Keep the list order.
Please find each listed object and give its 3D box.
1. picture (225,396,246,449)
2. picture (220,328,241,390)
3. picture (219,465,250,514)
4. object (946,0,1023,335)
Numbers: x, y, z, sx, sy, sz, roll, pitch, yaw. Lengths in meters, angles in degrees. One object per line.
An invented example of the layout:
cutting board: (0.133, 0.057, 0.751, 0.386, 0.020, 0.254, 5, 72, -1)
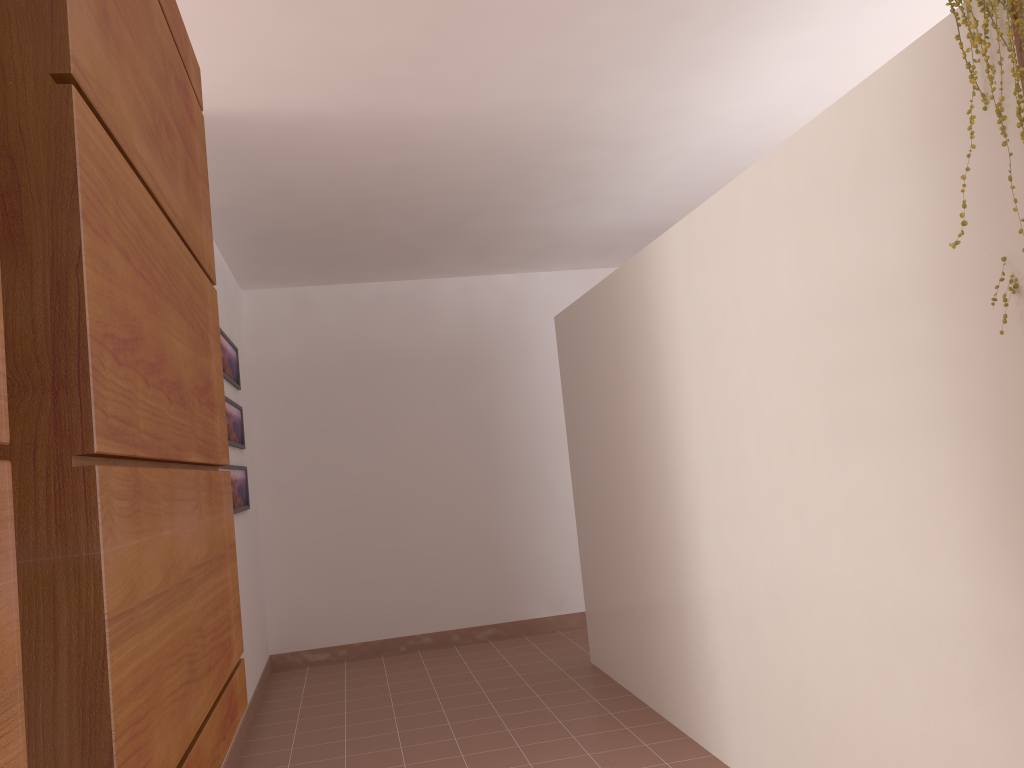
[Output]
picture: (-1.456, 0.189, 4.533, 0.015, 0.248, 1.408, -5, -5, -11)
picture: (-1.492, -0.158, 4.563, 0.015, 0.248, 1.408, -5, -5, -11)
picture: (-1.421, 0.536, 4.503, 0.015, 0.248, 1.408, -5, -5, -11)
object: (0.981, -0.335, 1.633, 0.279, 1.344, 0.297, -10, -6, 38)
